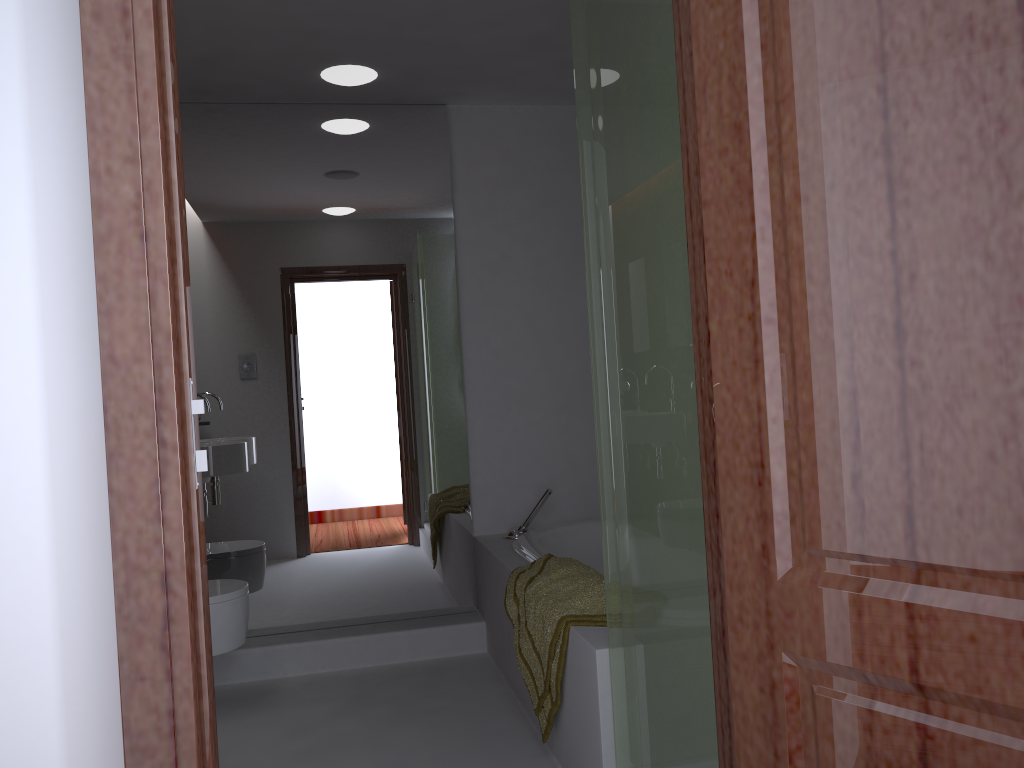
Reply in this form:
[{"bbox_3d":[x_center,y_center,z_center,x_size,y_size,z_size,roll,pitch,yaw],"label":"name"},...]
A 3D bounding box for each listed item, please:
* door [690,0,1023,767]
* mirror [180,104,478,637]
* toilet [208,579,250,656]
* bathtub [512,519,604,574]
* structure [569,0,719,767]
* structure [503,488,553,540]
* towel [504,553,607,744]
[{"bbox_3d":[0.469,0.041,0.917,0.095,1.780,0.708,-3,0,-36],"label":"door"},{"bbox_3d":[-0.915,-0.071,3.682,1.433,2.183,0.019,-3,0,-12],"label":"mirror"},{"bbox_3d":[-1.204,0.877,3.123,0.547,0.284,0.329,-3,0,-12],"label":"toilet"},{"bbox_3d":[0.535,0.793,3.081,0.881,0.424,1.683,-3,0,-12],"label":"bathtub"},{"bbox_3d":[0.766,0.017,1.851,1.015,2.079,0.765,-3,0,-12],"label":"structure"},{"bbox_3d":[0.075,0.562,3.727,0.239,0.257,0.112,-4,0,19],"label":"structure"},{"bbox_3d":[0.207,0.791,2.679,0.349,0.452,0.890,-3,0,-17],"label":"towel"}]
